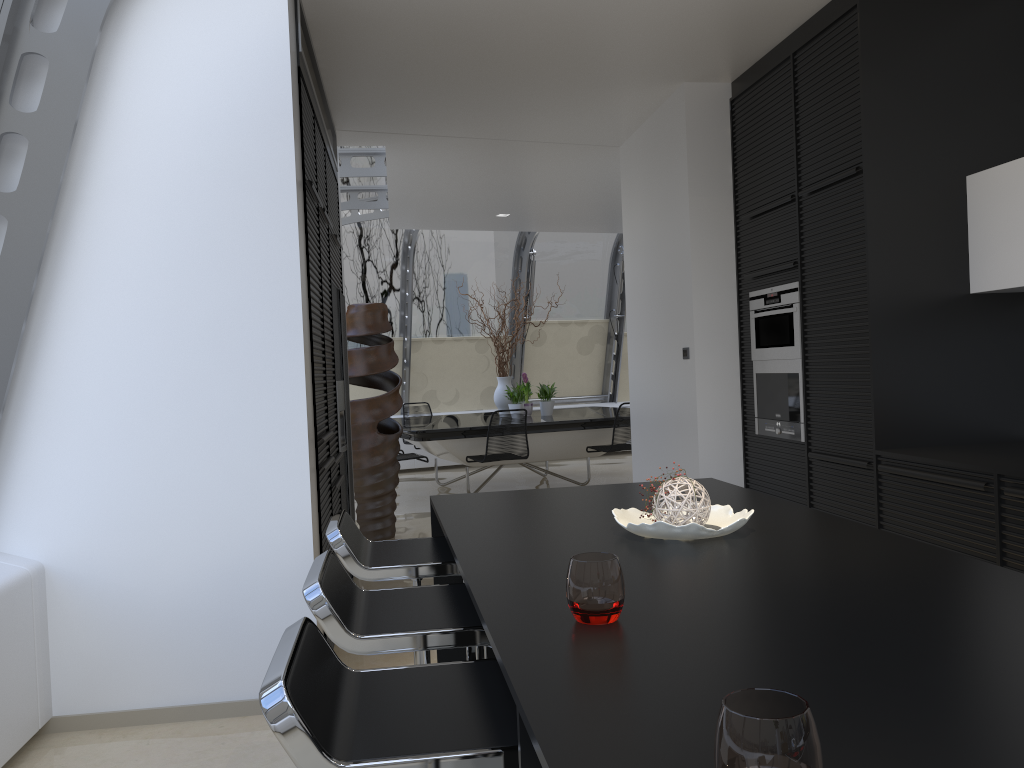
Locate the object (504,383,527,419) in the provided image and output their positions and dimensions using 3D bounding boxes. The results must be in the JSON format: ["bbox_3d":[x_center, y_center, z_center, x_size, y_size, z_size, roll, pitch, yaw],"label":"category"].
[{"bbox_3d":[0.046,0.174,9.198,0.284,0.369,0.215,-2,1,17],"label":"object"}]

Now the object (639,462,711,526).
[{"bbox_3d":[0.415,0.288,2.216,0.190,0.191,0.165,-2,1,20],"label":"object"}]

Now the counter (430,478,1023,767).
[{"bbox_3d":[0.504,0.386,1.217,1.006,0.018,3.800,-3,1,-9],"label":"counter"}]

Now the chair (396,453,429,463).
[{"bbox_3d":[-1.213,0.524,8.682,0.688,0.519,0.446,-3,1,-22],"label":"chair"}]

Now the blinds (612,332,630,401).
[{"bbox_3d":[2.156,-0.259,13.117,1.430,1.027,0.329,-3,1,-22],"label":"blinds"}]

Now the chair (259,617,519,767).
[{"bbox_3d":[-0.130,0.827,1.431,0.460,0.857,0.418,-3,1,-8],"label":"chair"}]

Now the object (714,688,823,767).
[{"bbox_3d":[0.234,0.344,0.811,0.095,0.106,0.095,-2,1,12],"label":"object"}]

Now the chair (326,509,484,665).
[{"bbox_3d":[-0.298,0.814,2.674,0.460,0.857,0.418,-3,1,-8],"label":"chair"}]

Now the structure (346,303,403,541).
[{"bbox_3d":[-1.092,0.297,6.925,0.493,1.843,0.498,-3,1,-10],"label":"structure"}]

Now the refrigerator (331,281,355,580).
[{"bbox_3d":[-1.109,0.303,5.356,0.234,1.742,1.006,-3,1,-8],"label":"refrigerator"}]

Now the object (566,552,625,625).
[{"bbox_3d":[0.138,0.337,1.461,0.095,0.106,0.095,-3,1,-10],"label":"object"}]

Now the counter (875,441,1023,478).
[{"bbox_3d":[2.253,0.300,2.055,0.804,0.025,3.738,-3,1,-9],"label":"counter"}]

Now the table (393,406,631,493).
[{"bbox_3d":[0.064,0.730,9.657,3.031,0.759,2.494,-3,1,-22],"label":"table"}]

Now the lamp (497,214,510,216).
[{"bbox_3d":[6.174,-2.007,6.673,9.928,0.004,9.775,-3,1,-21],"label":"lamp"}]

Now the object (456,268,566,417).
[{"bbox_3d":[0.041,-0.422,9.456,1.135,1.549,1.031,-3,1,-29],"label":"object"}]

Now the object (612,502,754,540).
[{"bbox_3d":[0.424,0.349,2.207,0.334,0.078,0.329,-3,1,-21],"label":"object"}]

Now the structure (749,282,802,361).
[{"bbox_3d":[1.408,-0.325,4.760,0.061,0.388,0.592,-3,1,-8],"label":"structure"}]

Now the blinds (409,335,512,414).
[{"bbox_3d":[-0.704,-0.118,11.985,1.430,1.027,0.329,-3,1,-22],"label":"blinds"}]

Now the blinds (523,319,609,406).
[{"bbox_3d":[0.735,-0.282,12.524,1.376,1.214,0.387,-3,1,-22],"label":"blinds"}]

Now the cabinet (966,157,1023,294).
[{"bbox_3d":[2.454,-0.643,2.075,0.343,0.515,3.741,-3,1,-9],"label":"cabinet"}]

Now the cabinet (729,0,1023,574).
[{"bbox_3d":[2.122,-0.313,2.747,0.831,2.901,5.157,-3,1,-9],"label":"cabinet"}]

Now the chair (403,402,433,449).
[{"bbox_3d":[-1.050,0.485,10.562,0.446,0.519,0.688,-3,1,-22],"label":"chair"}]

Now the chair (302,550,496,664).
[{"bbox_3d":[-0.211,0.821,2.028,0.460,0.857,0.418,-3,1,-8],"label":"chair"}]

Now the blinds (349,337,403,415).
[{"bbox_3d":[-2.339,0.491,11.512,1.829,2.118,0.663,-3,1,-22],"label":"blinds"}]

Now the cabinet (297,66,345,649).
[{"bbox_3d":[-1.339,-0.017,4.719,0.831,2.558,2.252,-3,1,-7],"label":"cabinet"}]

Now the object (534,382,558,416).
[{"bbox_3d":[0.372,0.154,9.550,0.284,0.369,0.215,-2,1,12],"label":"object"}]

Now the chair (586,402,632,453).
[{"bbox_3d":[1.062,0.427,8.691,0.446,0.519,0.688,-3,1,-22],"label":"chair"}]

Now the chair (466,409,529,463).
[{"bbox_3d":[-0.124,0.485,8.222,0.446,0.519,0.688,-3,1,-22],"label":"chair"}]

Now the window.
[{"bbox_3d":[4.359,-0.454,6.206,16.171,3.674,16.693,-3,1,-16],"label":"window"}]

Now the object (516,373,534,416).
[{"bbox_3d":[0.120,0.110,9.818,0.238,0.476,0.417,-2,1,7],"label":"object"}]

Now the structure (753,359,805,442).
[{"bbox_3d":[1.429,0.079,4.767,0.023,0.420,0.592,-3,1,-8],"label":"structure"}]

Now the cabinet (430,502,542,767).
[{"bbox_3d":[0.522,0.813,1.224,1.007,0.838,3.800,-3,1,-9],"label":"cabinet"}]

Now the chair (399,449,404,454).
[{"bbox_3d":[-1.554,0.524,9.543,0.688,0.519,0.446,-3,1,-22],"label":"chair"}]
